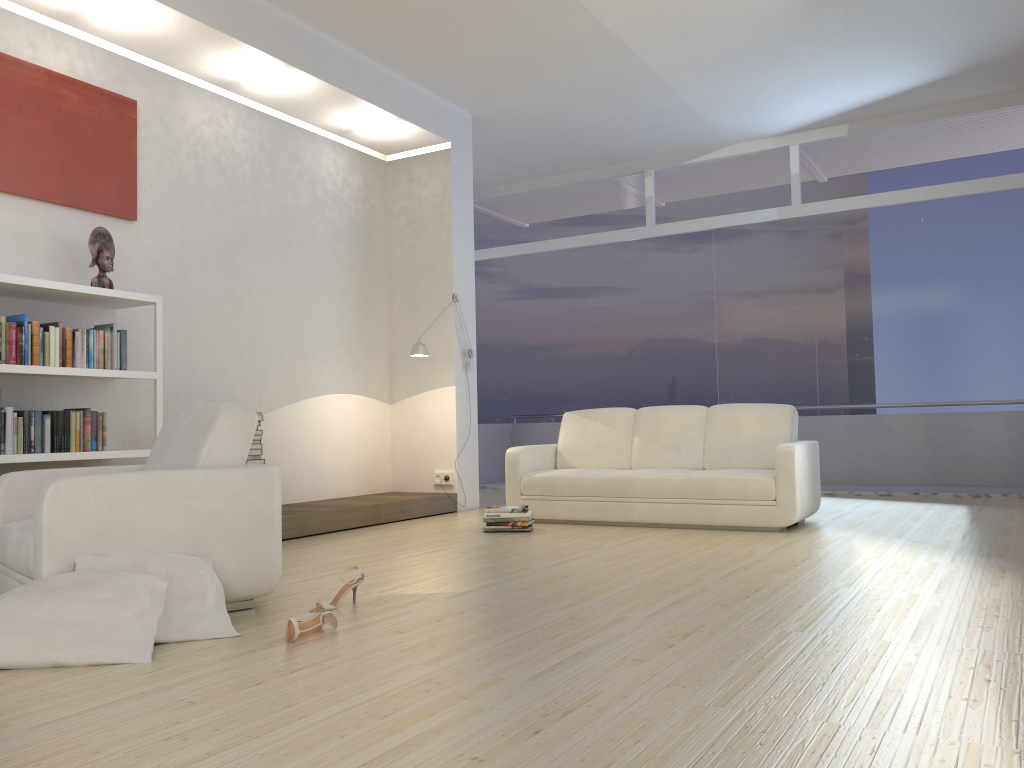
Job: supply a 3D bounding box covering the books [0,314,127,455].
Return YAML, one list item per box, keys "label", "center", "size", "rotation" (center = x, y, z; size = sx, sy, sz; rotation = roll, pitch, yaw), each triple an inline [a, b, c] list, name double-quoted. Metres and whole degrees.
- label: "books"
  center: [-2.549, 0.008, 4.912]
  size: [0.215, 0.743, 0.831]
  rotation: [-3, -3, 30]

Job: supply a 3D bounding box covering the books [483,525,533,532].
- label: "books"
  center: [-0.025, 1.004, 6.174]
  size: [0.328, 0.018, 0.247]
  rotation: [-2, -3, 5]

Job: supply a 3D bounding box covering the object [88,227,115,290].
- label: "object"
  center: [-2.447, -0.738, 5.300]
  size: [0.133, 0.409, 0.138]
  rotation: [-1, -3, -13]

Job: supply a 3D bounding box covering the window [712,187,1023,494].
- label: "window"
  center: [3.416, -0.332, 8.444]
  size: [2.988, 2.706, 0.012]
  rotation: [-3, -3, 30]

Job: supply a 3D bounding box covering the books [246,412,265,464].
- label: "books"
  center: [-1.837, 0.542, 6.049]
  size: [0.329, 0.694, 0.270]
  rotation: [-3, -3, 30]

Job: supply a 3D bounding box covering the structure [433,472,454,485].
- label: "structure"
  center: [-0.597, 0.819, 7.695]
  size: [0.206, 0.114, 0.028]
  rotation: [-3, -3, 30]

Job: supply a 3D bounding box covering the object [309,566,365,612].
- label: "object"
  center: [-0.712, 0.831, 3.612]
  size: [0.089, 0.149, 0.265]
  rotation: [-4, -4, 43]

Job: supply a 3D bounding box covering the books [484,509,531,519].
- label: "books"
  center: [-0.027, 0.904, 6.179]
  size: [0.319, 0.038, 0.247]
  rotation: [-1, -3, 1]

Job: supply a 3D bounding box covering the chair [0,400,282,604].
- label: "chair"
  center: [-1.543, 0.478, 3.657]
  size: [0.941, 0.828, 0.919]
  rotation: [1, -4, -40]

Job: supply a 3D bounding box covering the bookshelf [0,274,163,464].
- label: "bookshelf"
  center: [-2.714, 0.147, 4.791]
  size: [0.465, 1.396, 1.599]
  rotation: [-3, -3, 30]

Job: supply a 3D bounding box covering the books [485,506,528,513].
- label: "books"
  center: [-0.033, 0.873, 6.181]
  size: [0.287, 0.025, 0.247]
  rotation: [-1, -3, 4]

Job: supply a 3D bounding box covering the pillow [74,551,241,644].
- label: "pillow"
  center: [-1.294, 0.745, 3.086]
  size: [0.615, 0.315, 0.312]
  rotation: [1, -3, -33]

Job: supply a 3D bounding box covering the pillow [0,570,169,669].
- label: "pillow"
  center: [-1.502, 0.772, 2.882]
  size: [0.712, 0.287, 0.299]
  rotation: [-1, -3, -7]

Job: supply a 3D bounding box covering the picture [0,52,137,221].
- label: "picture"
  center: [-3.264, -1.509, 4.391]
  size: [0.030, 0.794, 3.227]
  rotation: [-3, -3, 30]

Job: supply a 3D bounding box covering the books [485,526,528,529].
- label: "books"
  center: [-0.031, 0.986, 6.175]
  size: [0.287, 0.018, 0.247]
  rotation: [-1, -3, 4]

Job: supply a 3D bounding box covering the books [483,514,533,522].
- label: "books"
  center: [-0.026, 0.937, 6.177]
  size: [0.328, 0.027, 0.247]
  rotation: [-2, -3, 5]

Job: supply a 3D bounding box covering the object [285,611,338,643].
- label: "object"
  center: [-0.736, 0.842, 3.102]
  size: [0.121, 0.091, 0.287]
  rotation: [-3, -3, 29]

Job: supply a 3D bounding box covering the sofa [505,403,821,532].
- label: "sofa"
  center: [1.105, 0.587, 6.602]
  size: [2.166, 0.862, 0.941]
  rotation: [-3, -3, 30]

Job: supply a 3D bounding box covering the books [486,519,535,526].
- label: "books"
  center: [-0.007, 0.964, 6.171]
  size: [0.287, 0.025, 0.247]
  rotation: [-2, -3, 15]

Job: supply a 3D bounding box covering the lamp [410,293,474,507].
- label: "lamp"
  center: [-0.599, 0.133, 7.466]
  size: [0.204, 1.841, 0.891]
  rotation: [-3, -3, 26]
